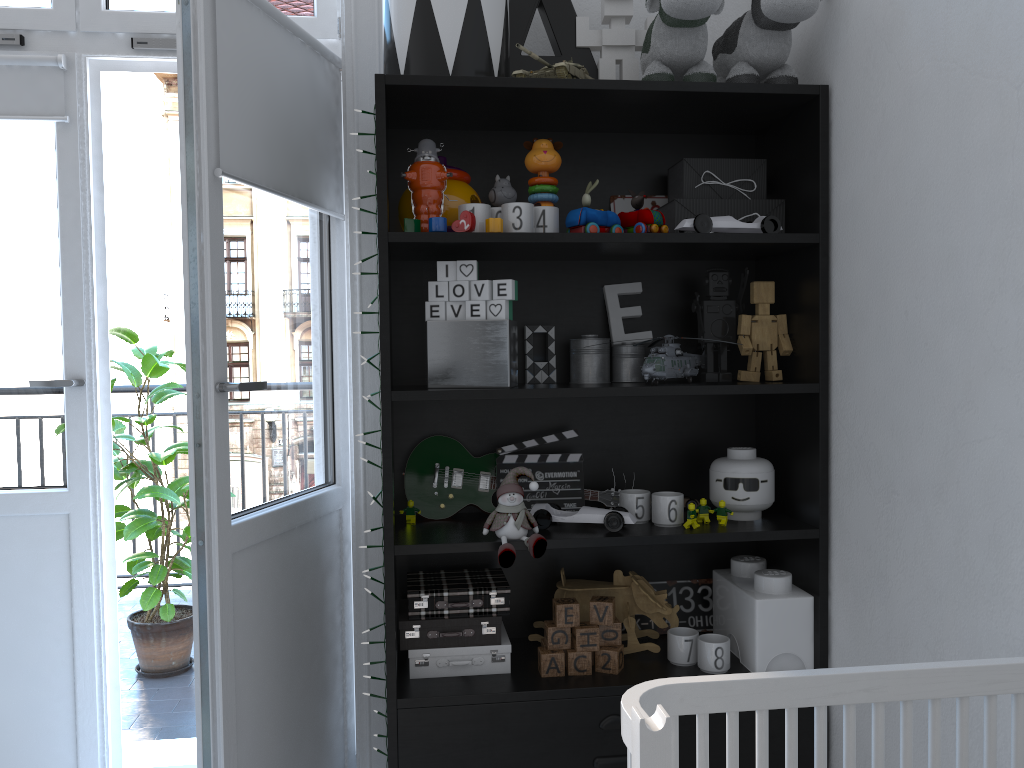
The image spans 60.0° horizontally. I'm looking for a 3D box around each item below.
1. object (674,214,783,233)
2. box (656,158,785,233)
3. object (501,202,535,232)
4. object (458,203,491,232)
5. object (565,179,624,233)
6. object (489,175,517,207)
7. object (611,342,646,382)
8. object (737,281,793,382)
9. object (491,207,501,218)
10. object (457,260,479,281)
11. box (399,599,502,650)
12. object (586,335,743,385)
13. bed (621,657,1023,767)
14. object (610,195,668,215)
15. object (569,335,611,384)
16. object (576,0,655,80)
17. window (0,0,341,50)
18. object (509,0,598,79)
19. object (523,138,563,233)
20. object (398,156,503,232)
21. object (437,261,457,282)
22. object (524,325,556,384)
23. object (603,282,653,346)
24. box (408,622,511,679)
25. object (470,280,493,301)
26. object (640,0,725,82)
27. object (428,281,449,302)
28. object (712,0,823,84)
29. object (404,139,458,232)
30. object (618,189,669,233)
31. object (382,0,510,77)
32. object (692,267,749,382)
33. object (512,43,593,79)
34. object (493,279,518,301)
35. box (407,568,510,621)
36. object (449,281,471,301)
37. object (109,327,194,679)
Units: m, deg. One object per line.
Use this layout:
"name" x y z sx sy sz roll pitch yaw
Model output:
"object" 0.452 -0.330 1.856 0.230 0.048 0.098 -1 2 -17
"box" 0.470 -0.406 1.996 0.251 0.189 0.179 -1 2 -7
"object" 0.012 -0.332 1.811 0.067 0.067 0.067 -1 2 -6
"object" -0.076 -0.331 1.815 0.067 0.067 0.067 -1 2 -6
"object" 0.175 -0.365 1.869 0.121 0.126 0.087 -2 2 -30
"object" -0.020 -0.383 1.968 0.063 0.160 0.063 -2 3 -28
"object" 0.286 -0.048 1.956 0.078 0.091 0.246 -1 2 -12
"object" 0.551 -0.114 1.942 0.114 0.221 0.052 -1 2 -7
"object" -0.028 -0.333 1.865 0.067 0.067 0.067 -2 2 -33
"object" -0.090 -0.228 1.796 0.040 0.040 0.040 -1 2 3
"box" -0.137 0.519 1.931 0.215 0.062 0.179 -1 2 -7
"object" 0.342 -0.054 1.930 0.368 0.106 0.349 -1 2 -5
"bed" 0.510 0.708 0.238 0.670 0.833 1.403 -1 2 -7
"object" 0.406 -0.381 2.096 0.347 0.132 0.037 -1 2 -7
"object" 0.178 -0.057 2.027 0.095 0.110 0.095 -1 2 -2
"object" 0.240 -0.752 2.017 0.190 0.291 0.065 -1 2 -2
"window" -1.036 -1.143 2.097 1.263 0.660 0.101 -1 2 -7
"object" 0.064 -0.778 2.026 0.343 0.344 0.057 -1 2 -7
"object" 0.065 -0.407 1.854 0.077 0.213 0.077 0 3 27
"object" -0.139 -0.396 1.876 0.197 0.197 0.318 -1 2 -10
"object" -0.131 -0.228 1.802 0.040 0.040 0.040 -1 2 -2
"object" 0.065 -0.068 2.047 0.070 0.135 0.028 -1 2 -7
"object" 0.271 -0.164 2.077 0.107 0.151 0.055 -1 2 -7
"box" -0.118 0.580 1.936 0.215 0.062 0.179 -1 2 -7
"object" -0.058 -0.188 1.793 0.040 0.040 0.040 0 2 23
"object" 0.345 -0.727 1.864 0.154 0.253 0.370 -1 2 1
"object" -0.148 -0.187 1.806 0.040 0.040 0.040 -1 2 3
"object" 0.495 -0.729 1.887 0.211 0.253 0.386 -2 2 -23
"object" -0.164 -0.398 1.802 0.105 0.203 0.072 -1 2 1
"object" 0.278 -0.368 1.923 0.087 0.112 0.122 -2 3 -36
"object" -0.116 -0.730 1.930 0.272 0.259 0.394 0 2 22
"object" 0.468 -0.134 1.993 0.117 0.259 0.081 -1 2 -7
"object" 0.090 -0.650 1.849 0.121 0.100 0.338 0 2 28
"object" -0.013 -0.189 1.787 0.040 0.040 0.040 0 2 18
"box" -0.120 0.457 1.933 0.215 0.062 0.179 -1 2 -7
"object" -0.103 -0.188 1.800 0.040 0.040 0.040 0 2 13
"object" -1.318 0.411 3.186 0.720 1.225 0.489 -1 2 3
